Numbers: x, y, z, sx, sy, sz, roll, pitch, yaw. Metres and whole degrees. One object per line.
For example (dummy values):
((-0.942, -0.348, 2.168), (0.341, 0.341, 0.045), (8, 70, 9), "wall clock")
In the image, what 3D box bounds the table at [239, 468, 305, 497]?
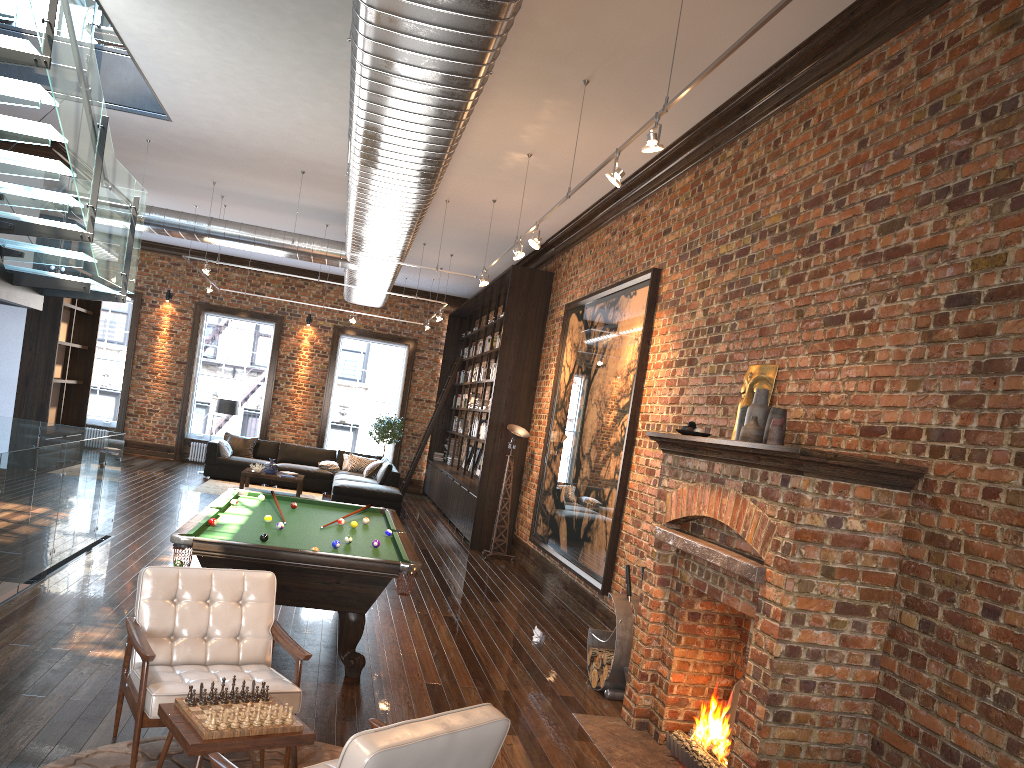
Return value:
((-4.154, 1.729, 15.404), (1.002, 0.346, 0.998), (9, -2, -11), "table")

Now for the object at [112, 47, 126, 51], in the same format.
((-5.897, -4.441, 13.733), (0.807, 1.868, 0.804), (10, 2, 32), "object")

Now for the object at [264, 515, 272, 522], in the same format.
((-1.854, 1.024, 6.741), (0.056, 0.057, 0.057), (9, 0, 26), "object")

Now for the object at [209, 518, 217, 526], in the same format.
((-2.082, 0.963, 6.171), (0.056, 0.057, 0.057), (9, 0, 36), "object")

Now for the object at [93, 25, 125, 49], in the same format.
((-4.450, -3.845, 9.917), (0.540, 0.770, 0.519), (9, 1, -1), "object")

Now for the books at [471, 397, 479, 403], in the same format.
((-0.725, 0.382, 17.249), (0.148, 0.233, 0.036), (9, 2, -11), "books")

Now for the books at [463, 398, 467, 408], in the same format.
((-0.855, 0.399, 17.726), (0.236, 0.203, 0.046), (9, 2, -11), "books")

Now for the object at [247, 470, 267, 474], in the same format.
((-4.343, 1.501, 15.103), (0.266, 0.018, 0.202), (8, -3, 13), "object")

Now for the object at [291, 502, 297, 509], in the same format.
((-1.906, 1.064, 7.749), (0.056, 0.057, 0.057), (9, 0, 37), "object")

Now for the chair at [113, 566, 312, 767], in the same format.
((-1.434, 1.369, 4.253), (0.772, 0.867, 0.737), (9, 0, -31), "chair")

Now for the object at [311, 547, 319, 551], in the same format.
((-1.251, 1.065, 5.629), (0.057, 0.057, 0.057), (9, 0, 7), "object")

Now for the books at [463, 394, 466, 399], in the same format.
((-0.912, 0.368, 18.133), (0.185, 0.286, 0.035), (9, 2, -11), "books")

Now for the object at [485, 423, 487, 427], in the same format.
((-0.392, 0.821, 15.147), (0.166, 0.283, 0.015), (9, 2, -11), "object")

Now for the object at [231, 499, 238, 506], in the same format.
((-2.306, 0.984, 7.366), (0.057, 0.057, 0.057), (9, 0, -12), "object")

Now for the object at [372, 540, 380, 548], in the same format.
((-0.971, 1.141, 6.337), (0.057, 0.057, 0.057), (9, 0, 11), "object")

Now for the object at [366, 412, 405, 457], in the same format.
((-2.805, 1.521, 19.132), (0.812, 1.868, 0.798), (9, 1, -3), "object")

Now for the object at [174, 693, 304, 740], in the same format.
((-1.087, 1.313, 3.519), (0.390, 0.029, 0.386), (11, -3, -36), "object")

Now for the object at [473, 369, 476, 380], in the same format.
((-0.707, -0.157, 16.797), (0.076, 0.255, 0.087), (8, 2, -21), "object")

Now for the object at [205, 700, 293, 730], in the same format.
((-1.002, 1.258, 3.412), (0.336, 0.101, 0.075), (10, -1, -36), "object")

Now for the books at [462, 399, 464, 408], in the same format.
((-0.916, 0.411, 18.100), (0.192, 0.196, 0.034), (9, 2, -11), "books")

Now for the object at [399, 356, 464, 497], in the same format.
((-1.698, 0.885, 18.494), (0.899, 3.083, 0.493), (8, 2, -11), "object")

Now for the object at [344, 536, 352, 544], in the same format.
((-1.165, 1.110, 6.315), (0.056, 0.057, 0.057), (9, 0, 28), "object")

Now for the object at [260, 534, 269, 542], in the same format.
((-1.638, 1.016, 5.858), (0.057, 0.057, 0.057), (9, 0, -6), "object")

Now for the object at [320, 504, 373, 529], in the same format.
((-1.404, 1.127, 7.634), (0.028, 0.072, 1.607), (9, -3, 5), "object")

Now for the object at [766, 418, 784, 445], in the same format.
((1.499, 0.278, 5.040), (0.081, 0.179, 0.082), (10, 2, 31), "object")

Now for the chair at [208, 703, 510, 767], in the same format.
((-0.543, 1.446, 2.982), (0.736, 0.867, 0.773), (9, 0, 39), "chair")

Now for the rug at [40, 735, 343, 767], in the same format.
((-1.116, 1.815, 3.660), (1.974, 0.015, 1.966), (9, -3, -9), "rug")

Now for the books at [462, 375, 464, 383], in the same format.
((-0.936, -0.089, 18.573), (0.187, 0.215, 0.005), (9, 2, -11), "books")

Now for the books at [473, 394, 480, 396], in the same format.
((-0.729, 0.347, 17.313), (0.163, 0.306, 0.006), (9, 2, -11), "books")

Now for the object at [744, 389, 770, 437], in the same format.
((1.480, 0.203, 5.336), (0.144, 0.350, 0.146), (9, 2, 26), "object")

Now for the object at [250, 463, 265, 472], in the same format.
((-4.325, 1.433, 15.113), (0.218, 0.160, 0.219), (8, -1, 31), "object")

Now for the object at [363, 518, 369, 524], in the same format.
((-1.232, 1.155, 7.480), (0.056, 0.057, 0.057), (9, 0, 34), "object")

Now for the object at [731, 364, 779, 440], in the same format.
((1.537, 0.137, 5.747), (0.125, 0.537, 0.407), (8, 0, -11), "object")

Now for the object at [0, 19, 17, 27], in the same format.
((-5.719, -4.052, 9.665), (0.543, 0.770, 0.516), (8, 1, -41), "object")

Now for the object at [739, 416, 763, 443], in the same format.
((1.388, 0.269, 5.118), (0.135, 0.169, 0.136), (9, 0, 31), "object")

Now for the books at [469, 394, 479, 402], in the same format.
((-0.748, 0.353, 17.296), (0.189, 0.288, 0.013), (9, 2, -11), "books")

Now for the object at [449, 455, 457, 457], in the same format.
((-1.278, 1.535, 19.019), (0.178, 0.006, 0.254), (9, -3, -10), "object")

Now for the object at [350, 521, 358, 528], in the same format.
((-1.273, 1.132, 7.142), (0.057, 0.057, 0.057), (9, 0, -11), "object")

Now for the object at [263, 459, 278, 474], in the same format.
((-4.158, 1.422, 15.311), (0.214, 0.251, 0.216), (9, 0, 22), "object")

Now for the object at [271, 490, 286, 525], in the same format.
((-1.982, 1.032, 7.517), (0.028, 0.072, 1.599), (8, -2, -19), "object")

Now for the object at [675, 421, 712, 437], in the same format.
((1.156, 0.291, 5.640), (0.237, 0.105, 0.236), (9, -2, -1), "object")

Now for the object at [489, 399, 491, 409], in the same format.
((-0.328, 0.282, 14.378), (0.069, 0.289, 0.116), (8, 2, -18), "object")

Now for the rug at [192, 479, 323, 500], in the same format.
((-4.299, 1.875, 15.258), (2.026, 0.003, 2.109), (9, -3, -11), "rug")

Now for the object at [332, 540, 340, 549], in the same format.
((-1.198, 1.092, 6.042), (0.057, 0.057, 0.057), (9, 0, -6), "object")

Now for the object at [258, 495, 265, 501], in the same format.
((-2.247, 1.021, 7.957), (0.058, 0.058, 0.057), (9, 0, -10), "object")

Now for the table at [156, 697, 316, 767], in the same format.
((-1.128, 1.566, 3.520), (0.519, 0.496, 0.460), (9, 0, -36), "table")

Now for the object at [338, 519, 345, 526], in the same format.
((-1.382, 1.117, 7.179), (0.056, 0.057, 0.057), (9, 0, 44), "object")

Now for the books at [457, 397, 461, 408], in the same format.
((-1.038, 0.405, 18.685), (0.232, 0.225, 0.024), (9, 2, -11), "books")

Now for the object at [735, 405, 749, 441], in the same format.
((1.452, 0.255, 5.483), (0.117, 0.250, 0.118), (10, 2, 37), "object")

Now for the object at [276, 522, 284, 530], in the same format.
((-1.692, 1.037, 6.473), (0.057, 0.057, 0.056), (9, 0, -41), "object")

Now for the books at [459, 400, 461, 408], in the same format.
((-0.998, 0.389, 18.621), (0.180, 0.264, 0.015), (9, 2, -11), "books")

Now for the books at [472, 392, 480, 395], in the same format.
((-0.727, 0.335, 17.319), (0.162, 0.332, 0.006), (8, 2, -11), "books")

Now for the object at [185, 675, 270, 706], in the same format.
((-1.152, 1.245, 3.621), (0.336, 0.101, 0.075), (10, -1, -36), "object")

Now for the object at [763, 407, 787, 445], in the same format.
((1.536, 0.257, 5.166), (0.120, 0.243, 0.120), (9, 1, 9), "object")
